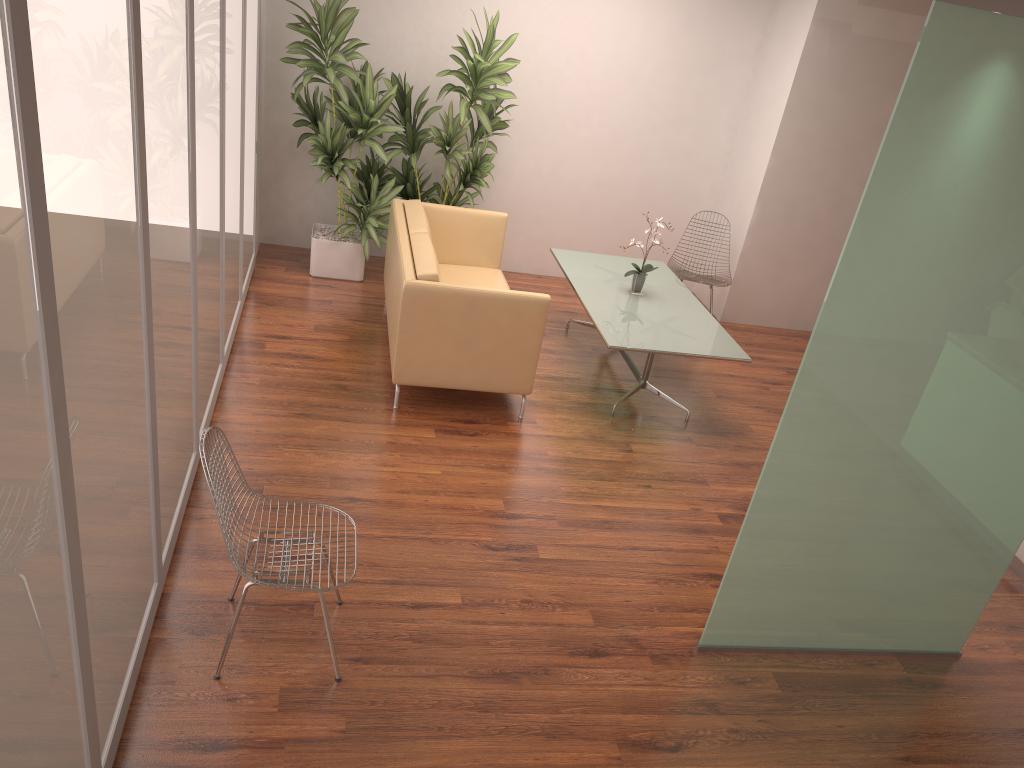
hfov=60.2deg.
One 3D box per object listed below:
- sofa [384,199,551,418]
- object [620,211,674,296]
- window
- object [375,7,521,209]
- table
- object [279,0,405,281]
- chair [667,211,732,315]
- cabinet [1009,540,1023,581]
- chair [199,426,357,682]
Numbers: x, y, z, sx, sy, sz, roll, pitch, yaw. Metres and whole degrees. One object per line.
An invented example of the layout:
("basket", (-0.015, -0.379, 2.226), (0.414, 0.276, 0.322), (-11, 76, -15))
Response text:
("sofa", (-0.380, -0.589, 5.963), (0.878, 0.873, 1.730), (4, 27, -12))
("object", (0.957, -0.904, 6.078), (0.370, 0.614, 0.286), (1, 30, -17))
("window", (-1.143, -0.619, 2.754), (0.062, 3.415, 8.223), (4, 27, -12))
("object", (-0.558, -1.821, 6.889), (1.080, 2.192, 0.927), (10, 28, 0))
("table", (0.846, -0.351, 6.290), (0.939, 0.583, 1.797), (5, 27, -12))
("object", (-1.215, -1.873, 6.736), (0.965, 2.192, 1.038), (13, 28, 4))
("chair", (1.547, -0.922, 7.318), (0.542, 0.938, 0.539), (14, 28, 6))
("cabinet", (4.977, 0.066, 5.012), (4.241, 2.372, 1.838), (5, 28, -12))
("chair", (-0.860, 0.604, 3.282), (0.561, 0.938, 0.521), (4, 29, -12))
